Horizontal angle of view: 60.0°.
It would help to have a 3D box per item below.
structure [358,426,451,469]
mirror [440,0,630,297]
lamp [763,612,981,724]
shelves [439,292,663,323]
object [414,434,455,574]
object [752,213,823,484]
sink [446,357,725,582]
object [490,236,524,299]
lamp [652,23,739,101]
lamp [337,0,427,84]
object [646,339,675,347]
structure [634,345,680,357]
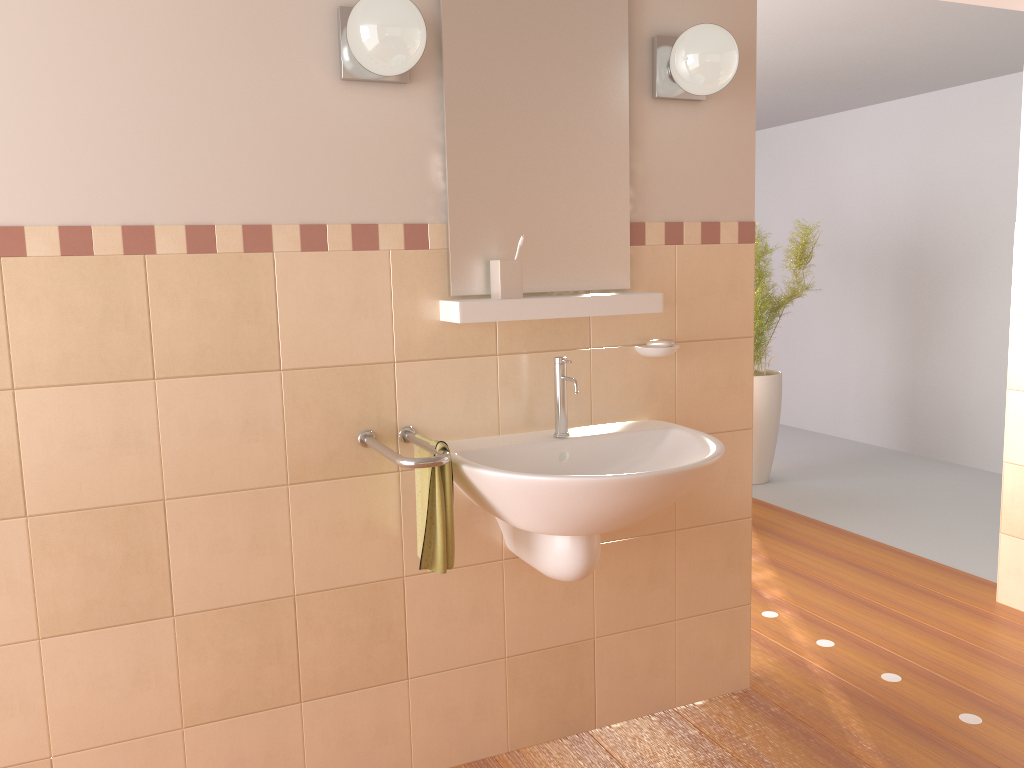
[{"bbox_3d":[-0.235,0.145,1.987,0.142,0.042,0.333,-5,8,-23],"label":"structure"},{"bbox_3d":[0.071,-0.627,2.194,0.502,0.799,0.008,-5,8,-23],"label":"mirror"},{"bbox_3d":[-0.155,1.054,1.879,3.173,0.001,2.893,-5,8,-23],"label":"lamp"},{"bbox_3d":[0.104,-0.193,2.205,0.554,0.050,0.138,-5,8,-23],"label":"shelves"},{"bbox_3d":[-0.177,0.268,2.022,0.085,0.306,0.181,-3,8,-7],"label":"object"},{"bbox_3d":[1.473,-0.208,5.087,0.683,1.557,1.335,0,8,9],"label":"object"},{"bbox_3d":[0.194,0.208,2.075,0.683,0.516,0.539,-5,8,-23],"label":"sink"},{"bbox_3d":[-0.010,-0.280,2.135,0.063,0.149,0.073,-5,8,-23],"label":"object"},{"bbox_3d":[0.478,-0.820,2.255,0.173,0.173,0.209,-5,8,-23],"label":"lamp"},{"bbox_3d":[-0.277,-0.756,1.927,0.173,0.173,0.209,-5,8,-23],"label":"lamp"},{"bbox_3d":[0.398,-0.108,2.371,0.075,0.023,0.050,3,9,31],"label":"object"},{"bbox_3d":[0.397,-0.086,2.373,0.117,0.029,0.092,-5,8,-23],"label":"structure"}]
